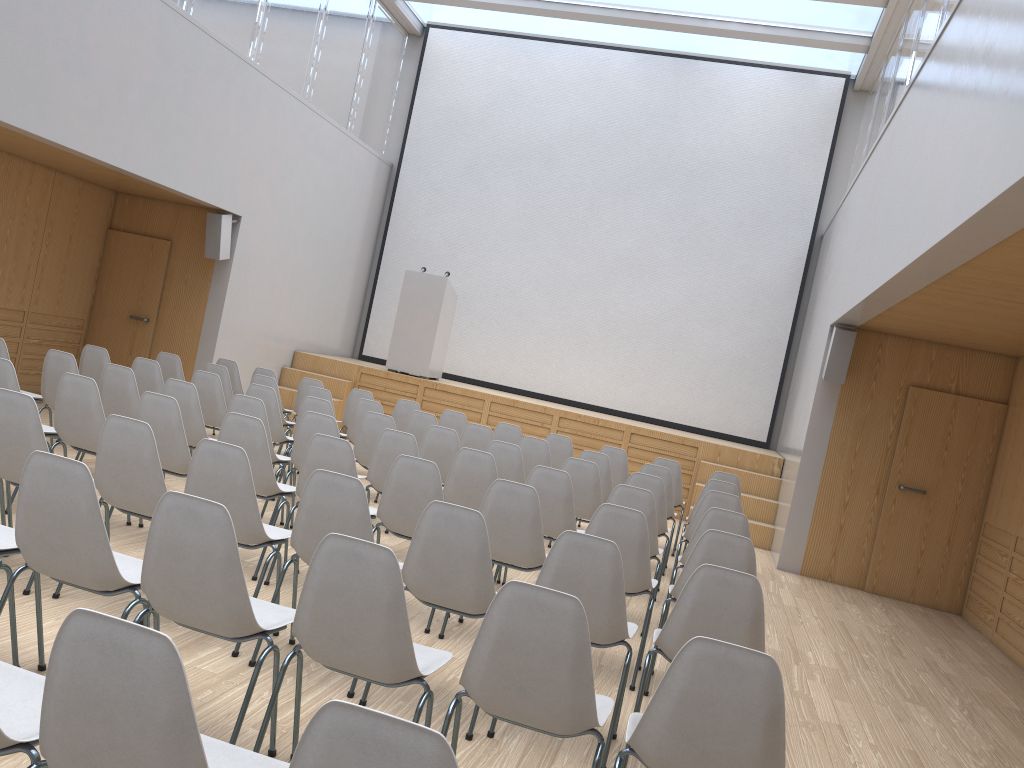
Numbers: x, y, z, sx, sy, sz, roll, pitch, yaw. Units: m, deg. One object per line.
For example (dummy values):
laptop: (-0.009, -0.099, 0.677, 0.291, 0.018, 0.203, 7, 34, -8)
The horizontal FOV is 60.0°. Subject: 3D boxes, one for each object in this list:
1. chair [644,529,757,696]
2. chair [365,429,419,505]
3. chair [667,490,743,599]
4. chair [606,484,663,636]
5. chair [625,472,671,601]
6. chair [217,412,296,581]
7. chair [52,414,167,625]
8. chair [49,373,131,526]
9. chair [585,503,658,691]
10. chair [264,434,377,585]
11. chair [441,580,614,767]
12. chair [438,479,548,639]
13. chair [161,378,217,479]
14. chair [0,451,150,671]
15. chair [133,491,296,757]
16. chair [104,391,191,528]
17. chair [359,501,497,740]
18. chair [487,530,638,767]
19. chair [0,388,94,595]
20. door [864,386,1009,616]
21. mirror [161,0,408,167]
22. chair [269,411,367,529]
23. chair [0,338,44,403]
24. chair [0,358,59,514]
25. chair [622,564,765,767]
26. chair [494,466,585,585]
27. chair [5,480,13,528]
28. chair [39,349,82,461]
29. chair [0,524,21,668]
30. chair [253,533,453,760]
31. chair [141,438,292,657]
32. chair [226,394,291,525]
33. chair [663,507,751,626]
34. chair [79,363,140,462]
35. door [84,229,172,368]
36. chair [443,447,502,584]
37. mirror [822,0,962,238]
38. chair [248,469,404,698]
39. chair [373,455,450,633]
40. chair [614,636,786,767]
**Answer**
chair: (1.004, 1.144, 4.472, 0.479, 0.876, 0.505, 12, 1, 13)
chair: (-0.755, 0.738, 5.957, 0.479, 0.876, 0.505, 12, 1, 13)
chair: (1.447, 1.191, 6.422, 0.479, 0.876, 0.505, 12, 1, 13)
chair: (0.712, 1.056, 5.600, 0.479, 0.876, 0.505, 12, 1, 13)
chair: (0.938, 1.080, 6.574, 0.479, 0.876, 0.505, 12, 1, 13)
chair: (-1.488, 0.604, 5.096, 0.479, 0.876, 0.505, 12, 1, 13)
chair: (-1.697, 0.583, 4.118, 0.479, 0.876, 0.505, 12, 1, 13)
chair: (-2.503, 0.384, 5.323, 0.479, 0.876, 0.505, 12, 1, 13)
chair: (0.514, 1.037, 4.609, 0.479, 0.876, 0.505, 12, 1, 13)
chair: (-0.983, 0.713, 4.954, 0.479, 0.876, 0.505, 12, 1, 13)
chair: (0.056, 0.987, 2.663, 0.479, 0.876, 0.505, 12, 1, 13)
chair: (-0.012, 0.925, 4.677, 0.479, 0.876, 0.505, 12, 1, 13)
chair: (-2.268, 0.412, 6.253, 0.479, 0.876, 0.505, 12, 1, 13)
chair: (-1.451, 0.660, 3.039, 0.479, 0.876, 0.505, 12, 1, 13)
chair: (-0.963, 0.767, 2.872, 0.479, 0.876, 0.505, 12, 1, 13)
chair: (-2.006, 0.491, 5.231, 0.479, 0.876, 0.505, 12, 1, 13)
chair: (-0.243, 0.900, 3.662, 0.479, 0.876, 0.505, 12, 1, 13)
chair: (0.267, 1.008, 3.622, 0.479, 0.876, 0.505, 12, 1, 13)
chair: (-2.240, 0.466, 4.189, 0.479, 0.876, 0.505, 12, 1, 13)
door: (4.011, 1.098, 8.392, 0.873, 2.024, 0.108, 12, 2, 13)
mirror: (-3.846, -4.674, 5.268, 0.253, 2.090, 17.828, 12, 1, 13)
chair: (-1.275, 0.627, 6.012, 0.479, 0.876, 0.505, 12, 1, 13)
chair: (-3.761, 0.088, 6.616, 0.479, 0.876, 0.505, 12, 1, 13)
chair: (-2.996, 0.279, 5.359, 0.479, 0.876, 0.505, 12, 1, 13)
chair: (0.773, 1.117, 3.528, 0.479, 0.876, 0.505, 12, 1, 13)
chair: (0.216, 0.949, 5.672, 0.479, 0.876, 0.505, 12, 1, 13)
chair: (-2.678, 0.370, 4.366, 0.479, 0.876, 0.505, 12, 1, 13)
chair: (-3.229, 0.202, 6.547, 0.479, 0.876, 0.505, 12, 1, 13)
chair: (-1.943, 0.555, 3.088, 0.479, 0.876, 0.505, 12, 1, 13)
chair: (-0.461, 0.875, 2.770, 0.479, 0.876, 0.505, 12, 1, 13)
chair: (-1.248, 0.680, 3.990, 0.479, 0.876, 0.505, 12, 1, 13)
chair: (-1.783, 0.516, 6.157, 0.479, 0.876, 0.505, 12, 1, 13)
chair: (1.227, 1.169, 5.405, 0.479, 0.876, 0.505, 12, 1, 13)
chair: (-2.758, 0.305, 6.414, 0.479, 0.876, 0.505, 12, 1, 13)
door: (-4.628, -0.773, 10.490, 0.873, 2.024, 0.108, 12, 2, 13)
chair: (-0.249, 0.848, 5.805, 0.479, 0.876, 0.505, 12, 1, 13)
mirror: (2.611, -3.275, 3.700, 0.253, 2.090, 17.828, 12, 1, 13)
chair: (-0.730, 0.794, 3.822, 0.479, 0.876, 0.505, 12, 1, 13)
chair: (-0.516, 0.815, 4.820, 0.479, 0.876, 0.505, 12, 1, 13)
chair: (0.529, 1.091, 2.488, 0.479, 0.876, 0.505, 12, 1, 13)
